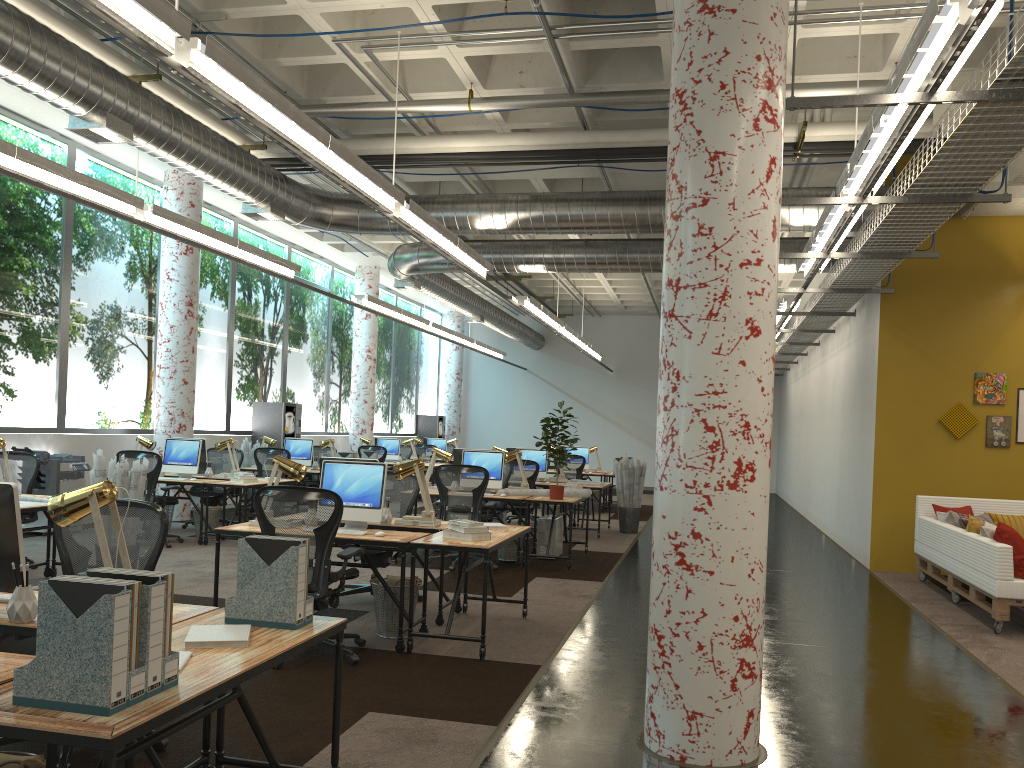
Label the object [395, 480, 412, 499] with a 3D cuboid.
[{"bbox_3d":[-2.739,2.002,16.281,0.366,0.437,3.416,2,-3,22],"label":"object"}]

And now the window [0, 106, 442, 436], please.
[{"bbox_3d":[-5.066,-1.061,14.282,0.050,3.759,26.242,2,-3,13],"label":"window"}]

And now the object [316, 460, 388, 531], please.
[{"bbox_3d":[-1.123,0.790,6.263,0.483,0.485,0.190,2,0,13],"label":"object"}]

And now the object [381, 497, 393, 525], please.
[{"bbox_3d":[-0.953,0.958,6.704,0.101,0.209,0.101,3,-1,-32],"label":"object"}]

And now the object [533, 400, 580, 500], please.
[{"bbox_3d":[0.478,0.709,9.563,0.513,1.077,0.439,2,0,3],"label":"object"}]

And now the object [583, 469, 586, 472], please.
[{"bbox_3d":[1.408,1.610,17.349,0.101,0.209,0.101,3,-1,-32],"label":"object"}]

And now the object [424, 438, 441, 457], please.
[{"bbox_3d":[-1.912,1.556,21.474,0.483,0.485,0.190,2,0,13],"label":"object"}]

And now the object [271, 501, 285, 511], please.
[{"bbox_3d":[-3.837,1.861,14.443,0.353,0.435,0.368,3,-2,-42],"label":"object"}]

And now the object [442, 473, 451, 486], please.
[{"bbox_3d":[-1.472,2.293,20.871,0.358,0.435,0.353,2,-1,9],"label":"object"}]

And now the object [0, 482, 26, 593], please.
[{"bbox_3d":[-2.048,0.596,3.280,0.483,0.485,0.190,2,0,13],"label":"object"}]

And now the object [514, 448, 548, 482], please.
[{"bbox_3d":[0.281,1.201,13.044,0.483,0.485,0.190,2,0,13],"label":"object"}]

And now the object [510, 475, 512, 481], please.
[{"bbox_3d":[-0.041,1.334,13.176,0.101,0.209,0.101,3,-1,-32],"label":"object"}]

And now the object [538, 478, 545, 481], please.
[{"bbox_3d":[0.451,1.369,13.485,0.101,0.209,0.101,3,-1,-32],"label":"object"}]

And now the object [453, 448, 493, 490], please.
[{"bbox_3d":[-0.471,1.018,10.543,0.483,0.485,0.190,2,0,13],"label":"object"}]

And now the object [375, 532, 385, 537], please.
[{"bbox_3d":[-0.886,1.010,5.974,0.059,0.029,0.106,2,-3,13],"label":"object"}]

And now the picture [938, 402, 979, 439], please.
[{"bbox_3d":[5.143,0.424,10.202,0.424,0.424,0.047,2,0,13],"label":"picture"}]

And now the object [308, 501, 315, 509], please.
[{"bbox_3d":[-3.036,1.860,13.808,0.358,0.435,0.353,2,-1,9],"label":"object"}]

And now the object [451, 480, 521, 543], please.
[{"bbox_3d":[-0.298,1.500,10.054,0.848,0.933,0.104,2,0,8],"label":"object"}]

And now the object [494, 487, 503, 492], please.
[{"bbox_3d":[-0.160,1.162,10.411,0.101,0.209,0.101,3,-1,-32],"label":"object"}]

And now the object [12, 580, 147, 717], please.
[{"bbox_3d":[-1.112,0.673,2.291,0.280,0.302,0.150,2,-1,13],"label":"object"}]

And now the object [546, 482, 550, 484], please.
[{"bbox_3d":[0.518,1.422,12.755,0.059,0.029,0.106,2,-3,13],"label":"object"}]

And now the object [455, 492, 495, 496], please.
[{"bbox_3d":[-0.412,1.213,9.759,0.438,0.017,0.119,2,-3,13],"label":"object"}]

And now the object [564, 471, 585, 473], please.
[{"bbox_3d":[1.156,1.661,16.697,0.438,0.017,0.119,2,-3,13],"label":"object"}]

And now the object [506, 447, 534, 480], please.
[{"bbox_3d":[0.140,1.226,13.617,0.483,0.485,0.190,2,0,13],"label":"object"}]

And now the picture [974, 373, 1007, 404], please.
[{"bbox_3d":[5.477,0.051,10.141,0.331,0.355,0.027,2,0,12],"label":"picture"}]

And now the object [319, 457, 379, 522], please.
[{"bbox_3d":[-1.264,0.814,6.836,0.483,0.485,0.190,2,0,13],"label":"object"}]

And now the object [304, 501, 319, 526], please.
[{"bbox_3d":[-1.445,0.922,6.395,0.101,0.209,0.101,3,-1,-32],"label":"object"}]

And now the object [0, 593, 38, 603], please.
[{"bbox_3d":[-1.984,0.843,3.491,0.438,0.017,0.119,2,-3,13],"label":"object"}]

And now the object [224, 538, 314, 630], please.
[{"bbox_3d":[-0.893,0.734,3.278,0.280,0.302,0.150,2,-1,13],"label":"object"}]

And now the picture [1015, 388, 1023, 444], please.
[{"bbox_3d":[6.091,0.370,10.009,0.705,0.632,0.018,2,0,12],"label":"picture"}]

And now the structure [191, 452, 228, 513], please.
[{"bbox_3d":[-4.890,1.484,13.964,0.503,1.057,1.059,2,-1,13],"label":"structure"}]

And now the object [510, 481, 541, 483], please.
[{"bbox_3d":[0.199,1.420,12.833,0.438,0.017,0.119,2,-3,13],"label":"object"}]

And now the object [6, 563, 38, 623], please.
[{"bbox_3d":[-1.737,0.740,3.148,0.101,0.209,0.101,3,-1,-32],"label":"object"}]

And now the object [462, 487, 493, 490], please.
[{"bbox_3d":[-0.407,1.265,10.755,0.438,0.017,0.119,2,-3,13],"label":"object"}]

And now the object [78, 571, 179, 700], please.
[{"bbox_3d":[-1.080,0.682,2.435,0.280,0.302,0.150,2,-1,13],"label":"object"}]

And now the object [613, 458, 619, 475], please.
[{"bbox_3d":[2.033,1.544,16.492,0.280,0.302,0.150,2,-1,13],"label":"object"}]

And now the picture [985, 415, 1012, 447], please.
[{"bbox_3d":[5.559,0.542,10.119,0.252,0.355,0.027,2,0,13],"label":"picture"}]

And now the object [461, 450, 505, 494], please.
[{"bbox_3d":[-0.330,0.994,9.971,0.483,0.485,0.190,2,0,13],"label":"object"}]

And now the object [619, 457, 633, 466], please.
[{"bbox_3d":[2.252,1.604,17.480,0.280,0.302,0.150,2,-1,13],"label":"object"}]

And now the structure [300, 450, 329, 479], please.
[{"bbox_3d":[-4.028,1.723,17.856,0.503,1.057,1.059,2,-1,13],"label":"structure"}]

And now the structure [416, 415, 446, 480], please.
[{"bbox_3d":[-2.327,1.813,25.462,0.638,1.810,0.751,2,0,13],"label":"structure"}]

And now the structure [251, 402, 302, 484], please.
[{"bbox_3d":[-4.345,1.255,16.348,0.638,1.810,0.751,2,0,13],"label":"structure"}]

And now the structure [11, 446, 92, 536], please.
[{"bbox_3d":[-5.587,1.291,10.802,0.503,1.057,1.059,2,-1,13],"label":"structure"}]

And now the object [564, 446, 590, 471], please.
[{"bbox_3d":[1.238,1.442,16.908,0.483,0.485,0.190,2,0,13],"label":"object"}]

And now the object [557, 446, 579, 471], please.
[{"bbox_3d":[1.097,1.467,17.481,0.483,0.485,0.190,2,0,13],"label":"object"}]

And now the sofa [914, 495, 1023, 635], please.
[{"bbox_3d":[5.094,1.627,8.132,2.017,0.931,2.860,2,-3,13],"label":"sofa"}]

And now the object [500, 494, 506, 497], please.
[{"bbox_3d":[-0.093,1.215,9.681,0.059,0.029,0.106,2,-3,13],"label":"object"}]

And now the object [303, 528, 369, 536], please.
[{"bbox_3d":[-1.205,1.008,6.052,0.438,0.017,0.119,2,-3,13],"label":"object"}]

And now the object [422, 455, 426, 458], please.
[{"bbox_3d":[-2.093,1.664,21.033,0.101,0.209,0.101,3,-1,-32],"label":"object"}]
